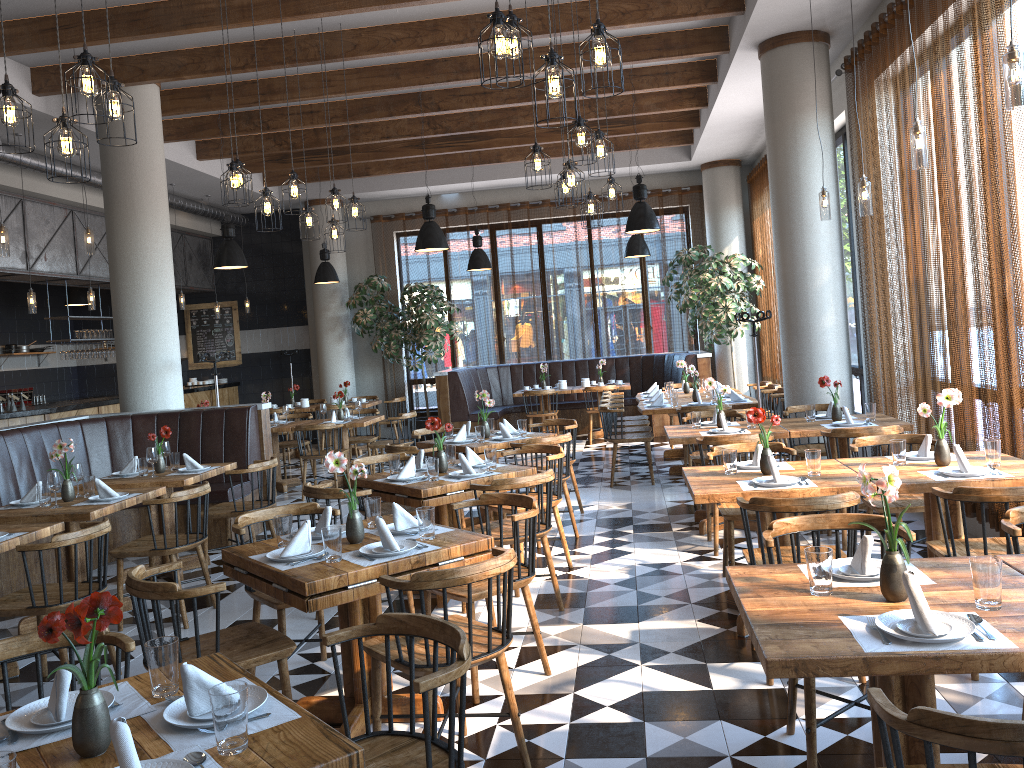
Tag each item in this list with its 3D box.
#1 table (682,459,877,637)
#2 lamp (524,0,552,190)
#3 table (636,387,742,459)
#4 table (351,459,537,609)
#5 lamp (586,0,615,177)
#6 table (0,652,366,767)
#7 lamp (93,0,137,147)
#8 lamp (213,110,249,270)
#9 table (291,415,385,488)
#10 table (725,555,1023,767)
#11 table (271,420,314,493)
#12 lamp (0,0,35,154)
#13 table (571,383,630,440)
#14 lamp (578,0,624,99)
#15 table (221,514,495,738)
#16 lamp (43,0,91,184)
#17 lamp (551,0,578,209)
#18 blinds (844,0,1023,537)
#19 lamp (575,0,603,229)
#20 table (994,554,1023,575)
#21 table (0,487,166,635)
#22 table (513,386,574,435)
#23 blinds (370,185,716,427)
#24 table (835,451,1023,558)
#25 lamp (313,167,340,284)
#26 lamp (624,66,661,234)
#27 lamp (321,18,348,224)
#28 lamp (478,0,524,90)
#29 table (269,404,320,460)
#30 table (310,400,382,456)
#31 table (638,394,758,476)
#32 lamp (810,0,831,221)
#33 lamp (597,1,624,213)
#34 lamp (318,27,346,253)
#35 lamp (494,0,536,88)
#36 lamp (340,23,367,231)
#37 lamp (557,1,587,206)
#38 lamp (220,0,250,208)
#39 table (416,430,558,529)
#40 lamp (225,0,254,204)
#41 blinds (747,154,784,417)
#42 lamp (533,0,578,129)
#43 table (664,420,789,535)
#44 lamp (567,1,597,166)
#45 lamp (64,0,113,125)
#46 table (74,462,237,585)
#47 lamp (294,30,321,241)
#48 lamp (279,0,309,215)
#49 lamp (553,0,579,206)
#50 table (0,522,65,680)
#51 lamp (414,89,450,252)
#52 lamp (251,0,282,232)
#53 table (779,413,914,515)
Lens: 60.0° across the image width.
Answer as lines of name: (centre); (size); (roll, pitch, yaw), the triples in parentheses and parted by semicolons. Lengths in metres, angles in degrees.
table: (1.379, 0.859, 4.656); (0.850, 0.763, 0.851); (-4, 2, 7)
lamp: (0.110, -2.374, 6.057); (0.175, 2.070, 0.175); (-4, 1, -7)
table: (2.117, 0.491, 10.583); (1.215, 0.763, 1.216); (-4, 2, 11)
table: (-0.411, 0.942, 5.616); (0.866, 0.763, 0.863); (-6, 2, -38)
lamp: (0.531, -2.444, 5.968); (0.175, 2.070, 0.175); (-4, 1, 15)
table: (-0.870, 1.172, 1.906); (0.866, 0.763, 0.863); (-6, 2, -38)
lamp: (-1.929, -2.164, 4.145); (0.175, 2.070, 0.175); (-4, 1, -21)
lamp: (-3.228, -2.233, 9.946); (0.391, 1.864, 0.390); (-4, 1, -15)
table: (-1.984, 0.811, 10.330); (0.850, 0.763, 0.851); (-4, 2, 7)
table: (1.115, 0.991, 2.517); (0.850, 0.763, 0.851); (-4, 2, 7)
table: (-2.828, 0.869, 10.436); (0.850, 0.763, 0.851); (-4, 2, 7)
lamp: (-2.321, -2.082, 3.968); (0.175, 2.070, 0.175); (-5, 1, -43)
table: (1.354, 0.412, 13.167); (0.850, 0.763, 0.851); (-4, 2, 7)
lamp: (0.310, -2.268, 3.753); (0.175, 2.070, 0.175); (-5, 1, -32)
table: (-0.639, 1.056, 3.771); (0.866, 0.763, 0.863); (-6, 2, -38)
lamp: (-2.120, -1.972, 4.079); (0.175, 2.070, 0.175); (-4, 1, -10)
lamp: (0.384, -2.510, 7.415); (0.175, 2.070, 0.175); (-4, 1, -18)
blinds: (2.645, -0.850, 4.221); (0.160, 3.578, 7.276); (-4, 3, 7)
lamp: (0.603, -2.354, 7.474); (0.175, 2.070, 0.175); (-4, 1, -7)
table: (1.962, 0.934, 2.411); (0.850, 0.763, 0.851); (-4, 2, 7)
table: (-2.761, 1.120, 5.566); (0.850, 0.763, 0.851); (-4, 2, 7)
table: (0.509, 0.470, 13.273); (0.850, 0.763, 0.851); (-4, 2, 7)
blinds: (0.463, -1.238, 14.670); (5.540, 3.580, 0.155); (-4, 1, 7)
table: (2.227, 0.801, 4.550); (0.850, 0.763, 0.851); (-4, 2, 7)
lamp: (-2.827, -2.434, 13.189); (0.391, 1.864, 0.390); (-5, 1, -35)
lamp: (1.317, -2.543, 9.378); (0.391, 1.864, 0.390); (-4, 1, -15)
lamp: (-1.593, -2.432, 7.668); (0.175, 2.070, 0.175); (-4, 1, 25)
lamp: (-0.115, -2.274, 3.656); (0.175, 2.070, 0.175); (-4, 1, -9)
table: (-3.313, 0.743, 13.514); (0.850, 0.763, 0.851); (-4, 2, 7)
table: (-2.468, 0.685, 13.408); (0.850, 0.763, 0.851); (-4, 2, 7)
table: (1.963, 0.569, 9.331); (1.215, 0.763, 1.216); (-4, 2, 11)
lamp: (2.353, -2.244, 6.839); (0.078, 1.963, 0.078); (-4, 1, -17)
lamp: (0.790, -2.505, 7.574); (0.175, 2.070, 0.175); (-5, 1, -40)
lamp: (-1.647, -2.208, 7.891); (0.175, 2.070, 0.175); (-4, 1, 25)
lamp: (-0.060, -2.346, 3.855); (0.175, 2.070, 0.175); (-4, 1, 2)
lamp: (-1.455, -2.394, 7.828); (0.175, 2.070, 0.175); (-4, 1, 14)
lamp: (0.339, -2.259, 6.035); (0.175, 2.070, 0.175); (-4, 1, 26)
lamp: (-1.981, -2.264, 6.105); (0.175, 2.070, 0.175); (-5, 1, -33)
table: (-0.190, 0.832, 7.402); (0.866, 0.763, 0.863); (-6, 2, -38)
lamp: (-2.011, -2.329, 6.311); (0.175, 2.070, 0.175); (-5, 1, -22)
blinds: (3.639, -1.346, 12.212); (0.155, 3.579, 3.202); (-4, 2, 8)
lamp: (0.111, -2.118, 3.684); (0.175, 2.070, 0.175); (-4, 1, 2)
table: (1.649, 0.724, 6.841); (0.850, 0.763, 0.851); (-4, 2, 7)
lamp: (0.390, -2.482, 5.811); (0.175, 2.070, 0.175); (-4, 1, 26)
lamp: (-1.953, -2.208, 3.937); (0.175, 2.070, 0.175); (-4, 1, -10)
table: (-2.626, 1.053, 6.661); (0.850, 0.763, 0.851); (-4, 2, 7)
lamp: (-1.877, -2.323, 7.908); (0.175, 2.070, 0.175); (-4, 1, -8)
lamp: (-1.630, -2.260, 6.365); (0.175, 2.070, 0.175); (-4, 1, 35)
lamp: (0.409, -2.579, 7.620); (0.175, 2.070, 0.175); (-4, 1, -7)
table: (-2.895, 1.187, 4.484); (0.850, 0.763, 0.851); (-4, 2, 7)
lamp: (-0.943, -2.389, 9.660); (0.390, 1.864, 0.390); (-4, 1, -5)
lamp: (-1.784, -2.110, 6.217); (0.175, 2.070, 0.175); (-5, 1, -22)
table: (2.497, 0.666, 6.735); (0.850, 0.763, 0.851); (-4, 2, 7)
